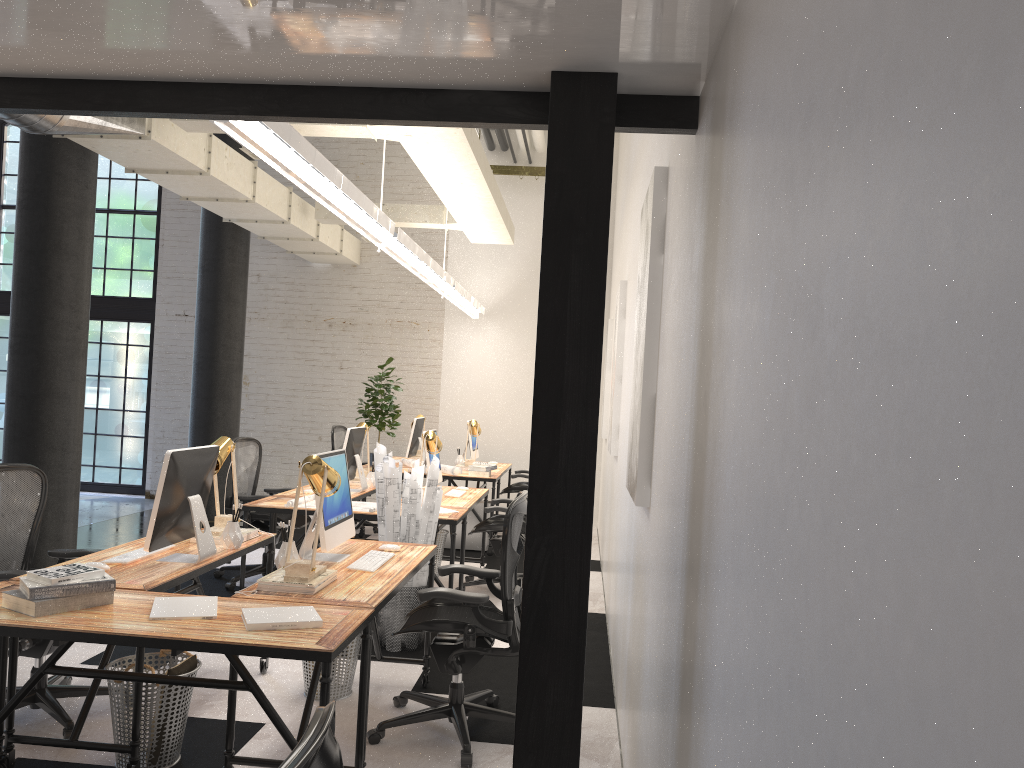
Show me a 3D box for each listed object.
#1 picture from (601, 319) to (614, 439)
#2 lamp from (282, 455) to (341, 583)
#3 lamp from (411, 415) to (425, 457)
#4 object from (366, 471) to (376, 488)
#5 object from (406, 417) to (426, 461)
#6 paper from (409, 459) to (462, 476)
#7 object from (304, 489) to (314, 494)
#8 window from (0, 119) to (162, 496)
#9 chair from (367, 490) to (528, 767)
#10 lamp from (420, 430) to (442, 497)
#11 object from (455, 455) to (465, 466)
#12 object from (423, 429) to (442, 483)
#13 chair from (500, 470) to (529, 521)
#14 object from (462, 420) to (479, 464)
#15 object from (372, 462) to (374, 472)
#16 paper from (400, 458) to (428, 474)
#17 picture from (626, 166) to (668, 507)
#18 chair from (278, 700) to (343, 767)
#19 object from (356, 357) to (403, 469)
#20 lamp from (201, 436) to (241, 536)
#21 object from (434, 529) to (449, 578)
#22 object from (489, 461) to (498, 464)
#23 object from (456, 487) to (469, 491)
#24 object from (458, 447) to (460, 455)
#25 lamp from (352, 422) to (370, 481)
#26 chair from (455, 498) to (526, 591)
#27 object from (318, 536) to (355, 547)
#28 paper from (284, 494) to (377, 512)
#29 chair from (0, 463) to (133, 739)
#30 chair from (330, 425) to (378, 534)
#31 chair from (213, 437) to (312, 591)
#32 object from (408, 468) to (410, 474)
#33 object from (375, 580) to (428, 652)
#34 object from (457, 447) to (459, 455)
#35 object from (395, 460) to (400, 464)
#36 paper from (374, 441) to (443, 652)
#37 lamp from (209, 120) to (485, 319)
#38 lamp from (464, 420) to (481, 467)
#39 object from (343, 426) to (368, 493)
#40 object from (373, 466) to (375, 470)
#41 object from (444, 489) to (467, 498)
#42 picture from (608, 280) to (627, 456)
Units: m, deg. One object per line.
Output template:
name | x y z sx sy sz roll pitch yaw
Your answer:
picture | 0.975 -0.045 9.108 0.049 1.183 0.731 3 0 5
lamp | -0.785 0.513 3.501 0.127 0.470 0.344 3 0 5
lamp | -1.041 0.575 9.871 0.126 0.470 0.344 3 0 5
object | -1.112 0.757 7.017 0.101 0.127 0.101 3 0 -40
object | -0.995 0.598 9.360 0.189 0.485 0.484 3 0 5
paper | -0.782 0.800 8.653 0.083 0.082 1.134 3 -1 -31
object | -1.455 0.776 6.402 0.106 0.029 0.059 3 -1 6
window | -5.620 -1.174 11.422 2.490 5.179 0.138 3 0 5
chair | -0.219 1.007 3.921 0.792 1.085 0.770 3 0 -12
lamp | -0.595 0.568 6.392 0.127 0.470 0.344 3 0 5
object | -0.545 0.801 9.247 0.101 0.127 0.101 3 0 -40
object | -0.642 0.602 6.903 0.189 0.485 0.484 3 0 5
chair | 0.165 1.093 9.488 0.792 1.085 0.770 3 0 -12
object | -0.448 0.632 9.579 0.189 0.485 0.484 3 0 5
object | -1.104 0.715 7.003 0.008 0.207 0.054 3 0 -12
paper | -0.948 0.791 8.668 0.083 0.082 1.134 3 -1 -21
picture | 0.516 -0.157 3.442 0.049 1.183 0.731 3 0 5
chair | -0.519 0.946 0.998 0.792 1.085 0.770 3 0 -12
object | -1.273 0.274 8.516 0.439 1.077 0.513 3 0 -5
lamp | -1.424 0.489 4.304 0.126 0.470 0.344 3 0 5
object | -0.698 1.355 7.233 0.353 0.435 0.359 3 0 1
object | -0.208 0.877 9.861 0.106 0.029 0.059 3 -1 6
object | -0.402 0.847 7.186 0.106 0.029 0.059 3 -1 6
object | -0.543 0.759 9.232 0.054 0.207 0.008 3 0 -30
lamp | -1.234 0.545 7.195 0.127 0.470 0.344 3 0 5
chair | -0.029 1.062 6.813 0.792 1.085 0.770 3 0 -12
object | -1.217 1.313 6.355 0.353 0.435 0.359 3 0 1
paper | -1.119 0.779 5.864 0.626 0.061 0.568 3 -1 2
chair | -2.040 0.905 3.883 0.792 1.085 0.770 3 0 -12
chair | -1.656 0.990 9.451 0.792 1.085 0.770 3 0 -12
chair | -1.850 0.960 6.775 0.792 1.085 0.770 3 0 -12
object | -0.749 0.729 6.562 0.054 0.207 0.008 3 0 -8
object | -0.649 1.357 5.223 0.353 0.398 0.353 4 -1 -40
object | -0.555 0.759 9.237 0.054 0.207 0.008 3 0 -8
object | -1.228 0.819 9.404 0.118 0.017 0.439 3 -1 5
paper | -0.637 0.945 5.244 0.412 1.198 0.440 3 0 -17
lamp | -0.645 -2.220 6.717 0.226 2.864 7.303 3 -1 5
lamp | -0.400 0.598 9.068 0.126 0.470 0.344 3 0 5
object | -1.189 0.568 6.685 0.189 0.485 0.484 3 0 5
object | -1.110 0.716 7.031 0.054 0.207 0.008 3 0 -30
object | -0.436 0.846 6.859 0.118 0.017 0.439 3 -1 5
picture | 0.750 -0.100 6.332 0.049 1.183 0.731 3 0 5
